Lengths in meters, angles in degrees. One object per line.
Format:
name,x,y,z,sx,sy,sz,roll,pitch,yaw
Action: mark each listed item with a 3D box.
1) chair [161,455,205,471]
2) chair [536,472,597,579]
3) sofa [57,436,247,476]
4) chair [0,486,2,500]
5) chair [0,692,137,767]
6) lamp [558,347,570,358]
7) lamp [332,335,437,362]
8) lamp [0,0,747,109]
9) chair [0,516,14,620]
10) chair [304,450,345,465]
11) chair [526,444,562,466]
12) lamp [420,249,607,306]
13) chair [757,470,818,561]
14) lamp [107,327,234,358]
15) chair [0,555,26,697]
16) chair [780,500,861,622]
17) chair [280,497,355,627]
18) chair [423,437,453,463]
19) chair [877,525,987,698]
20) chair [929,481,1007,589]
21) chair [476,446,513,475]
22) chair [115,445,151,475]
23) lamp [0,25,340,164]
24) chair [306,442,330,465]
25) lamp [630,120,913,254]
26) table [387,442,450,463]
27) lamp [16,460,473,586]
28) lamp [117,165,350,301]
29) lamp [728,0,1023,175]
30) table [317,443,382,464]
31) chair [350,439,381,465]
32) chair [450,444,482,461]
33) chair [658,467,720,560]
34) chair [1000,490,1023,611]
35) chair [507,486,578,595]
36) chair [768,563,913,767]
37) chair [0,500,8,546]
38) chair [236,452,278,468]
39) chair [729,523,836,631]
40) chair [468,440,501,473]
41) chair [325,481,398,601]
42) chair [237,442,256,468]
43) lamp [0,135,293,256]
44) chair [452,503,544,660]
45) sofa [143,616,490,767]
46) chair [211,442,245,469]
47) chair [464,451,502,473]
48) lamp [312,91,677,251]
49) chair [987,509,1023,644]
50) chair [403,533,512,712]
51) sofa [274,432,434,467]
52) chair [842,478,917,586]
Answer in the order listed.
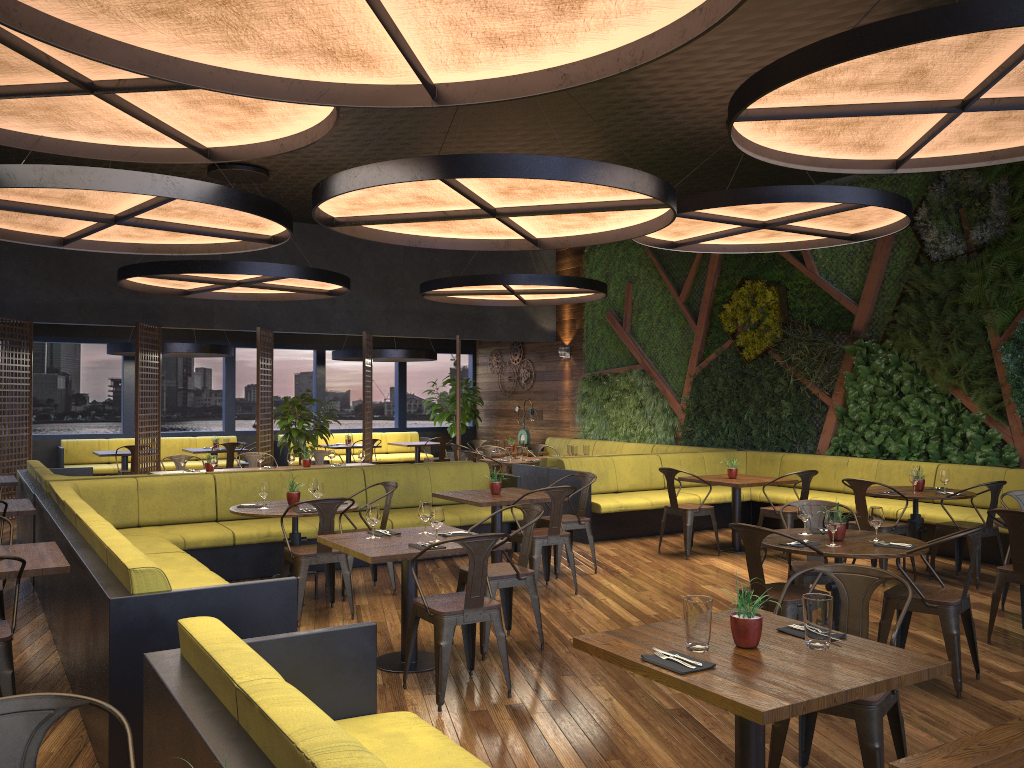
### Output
chair,-4.053,1.345,10.954,0.504,0.917,0.541,1,-1,-31
chair,0.513,1.303,8.328,0.541,0.917,0.504,1,-1,-31
sofa,-6.344,1.424,15.784,3.061,0.914,0.966,1,-1,-32
chair,-4.659,1.293,7.590,0.504,0.917,0.541,1,-1,-31
chair,-1.072,1.204,1.898,0.504,0.917,0.541,1,-1,-31
lamp,0.962,-0.597,16.758,0.189,0.215,0.215,1,-1,-32
lamp,-2.417,-1.543,16.872,1.979,2.172,1.979,-1,-1,43
lamp,-0.558,-2.063,2.827,2.778,1.475,2.778,0,-1,23
chair,-3.259,1.257,5.283,0.504,0.917,0.541,1,-1,-31
chair,-2.514,1.359,11.900,0.504,0.917,0.541,1,-1,-31
chair,0.496,1.382,13.467,0.504,0.917,0.541,1,-1,-31
lamp,0.024,-1.979,13.211,2.778,1.362,2.778,0,-1,23
chair,2.805,1.312,8.976,0.504,0.917,0.541,1,-1,-31
lamp,-5.695,-1.571,14.858,1.979,2.172,1.979,0,-1,13
chair,-2.607,1.241,4.222,0.504,0.917,0.541,1,-1,-31
chair,2.073,1.266,5.950,0.504,0.917,0.541,0,-1,8
chair,-1.449,1.277,6.594,0.504,0.917,0.541,1,-1,-31
chair,-1.378,1.430,16.473,0.504,0.917,0.541,1,-1,-31
chair,2.431,1.253,5.112,0.541,0.917,0.504,-1,-1,40
chair,4.058,1.294,7.838,0.504,0.917,0.541,1,-1,-31
chair,-0.244,1.376,13.012,0.504,0.917,0.541,1,-1,-31
chair,-5.862,1.389,13.717,0.504,0.917,0.541,1,-1,-31
lamp,-2.398,-2.205,5.078,2.778,1.159,2.778,0,-1,19
chair,-3.566,1.423,16.005,0.541,0.917,0.504,1,-1,-31
lamp,2.592,-2.144,9.125,2.778,1.159,2.778,1,-1,-42
table,-1.798,1.518,17.033,0.887,0.763,0.906,1,-1,-32
lamp,-4.992,0.419,9.015,9.057,2.714,3.017,1,-1,-32
lamp,-3.447,-1.933,11.171,2.778,1.475,2.778,1,-1,-31
lamp,2.742,-2.202,5.398,2.778,1.159,2.778,-1,-1,36
table,-2.992,1.507,16.304,0.906,0.763,0.887,1,-1,-32
chair,-2.596,1.418,15.724,0.504,0.917,0.541,1,-1,-31
chair,-0.698,1.390,13.936,0.541,0.917,0.504,1,-1,-31
chair,1.811,1.316,9.214,0.541,0.917,0.504,1,-1,-31
chair,3.950,1.275,6.601,0.504,0.917,0.541,0,-1,8
chair,0.259,1.289,7.411,0.504,0.917,0.541,1,-1,-31
chair,1.329,1.229,3.584,0.504,0.917,0.541,-1,-1,36
chair,-4.007,1.277,6.529,0.504,0.917,0.541,1,-1,-31
chair,-3.281,1.352,11.428,0.504,0.917,0.541,1,-1,-31
chair,1.552,1.253,5.150,0.541,0.917,0.504,1,-1,-31
chair,-0.469,1.406,14.953,0.504,0.917,0.541,1,-1,-31
chair,-1.238,1.290,7.452,0.541,0.917,0.504,1,-1,-31
chair,-4.486,1.414,15.369,0.541,0.917,0.504,1,-1,-31
lamp,-3.199,-1.995,7.166,2.778,1.475,2.778,0,-1,-28
chair,-0.068,1.265,5.842,0.541,0.917,0.504,1,-1,-31
sofa,0.010,1.206,1.841,0.966,0.914,3.061,1,-1,-32
chair,-4.644,1.400,14.466,0.504,0.917,0.541,1,-1,-31
chair,-0.368,1.361,12.046,0.541,0.917,0.504,1,-1,-31
lamp,-0.133,-2.000,6.911,2.778,1.475,2.778,0,-1,18
chair,3.429,1.263,5.800,0.541,0.917,0.504,1,-1,-31
chair,-0.289,1.250,4.886,0.504,0.917,0.541,1,-1,-31
sofa,-3.115,1.454,17.767,3.061,0.914,0.966,1,-1,-32
chair,3.266,1.296,7.963,0.541,0.917,0.504,1,-1,-31
